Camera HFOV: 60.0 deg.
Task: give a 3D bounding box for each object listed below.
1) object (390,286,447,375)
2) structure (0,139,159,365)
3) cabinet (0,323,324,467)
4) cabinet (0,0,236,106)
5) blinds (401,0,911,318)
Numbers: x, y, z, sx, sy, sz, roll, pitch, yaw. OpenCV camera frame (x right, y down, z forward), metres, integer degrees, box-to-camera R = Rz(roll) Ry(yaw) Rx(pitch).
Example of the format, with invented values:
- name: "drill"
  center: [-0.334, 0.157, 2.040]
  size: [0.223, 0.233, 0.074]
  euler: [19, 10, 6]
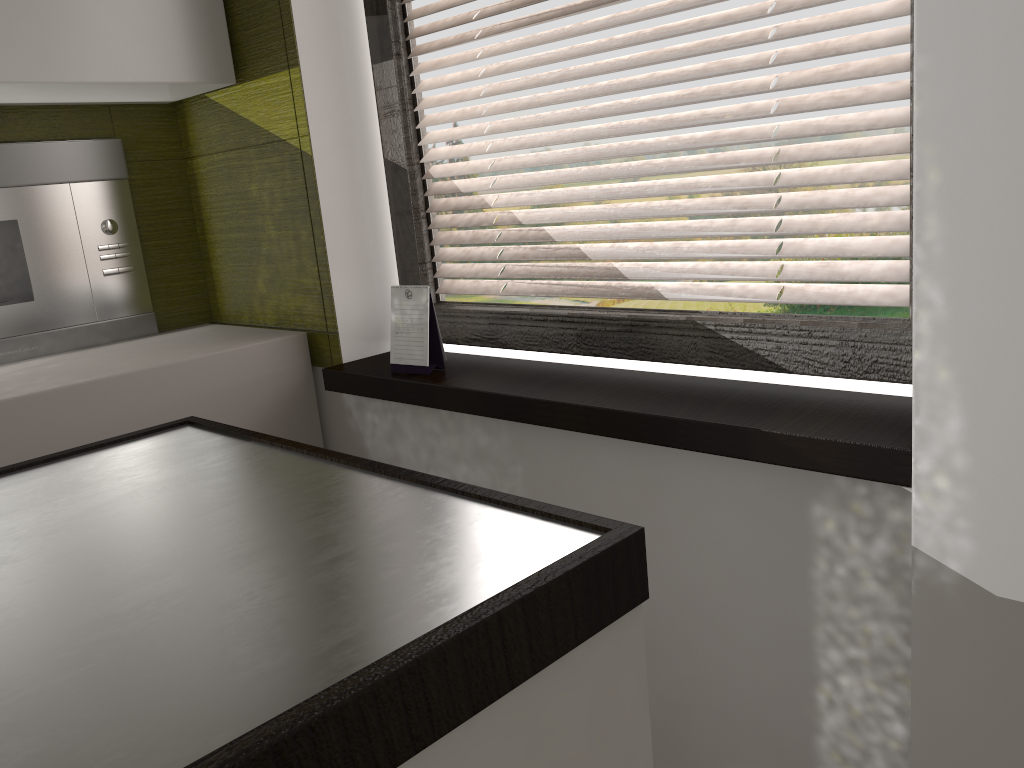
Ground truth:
- name: "object"
  center: [-0.194, -0.110, 1.760]
  size: [0.106, 0.169, 0.057]
  euler: [5, 17, 39]
- name: "structure"
  center: [-1.125, -0.272, 1.910]
  size: [0.015, 0.469, 0.663]
  euler: [7, 18, 44]
- name: "cabinet"
  center: [-1.588, 0.726, 1.249]
  size: [0.465, 1.086, 2.940]
  euler: [7, 18, 44]
- name: "cabinet"
  center: [-1.909, 0.290, 1.039]
  size: [0.724, 2.089, 3.471]
  euler: [7, 18, 44]
- name: "blinds"
  center: [-0.118, -4.125, 4.923]
  size: [16.000, 12.704, 9.030]
  euler: [-7, 13, -5]
